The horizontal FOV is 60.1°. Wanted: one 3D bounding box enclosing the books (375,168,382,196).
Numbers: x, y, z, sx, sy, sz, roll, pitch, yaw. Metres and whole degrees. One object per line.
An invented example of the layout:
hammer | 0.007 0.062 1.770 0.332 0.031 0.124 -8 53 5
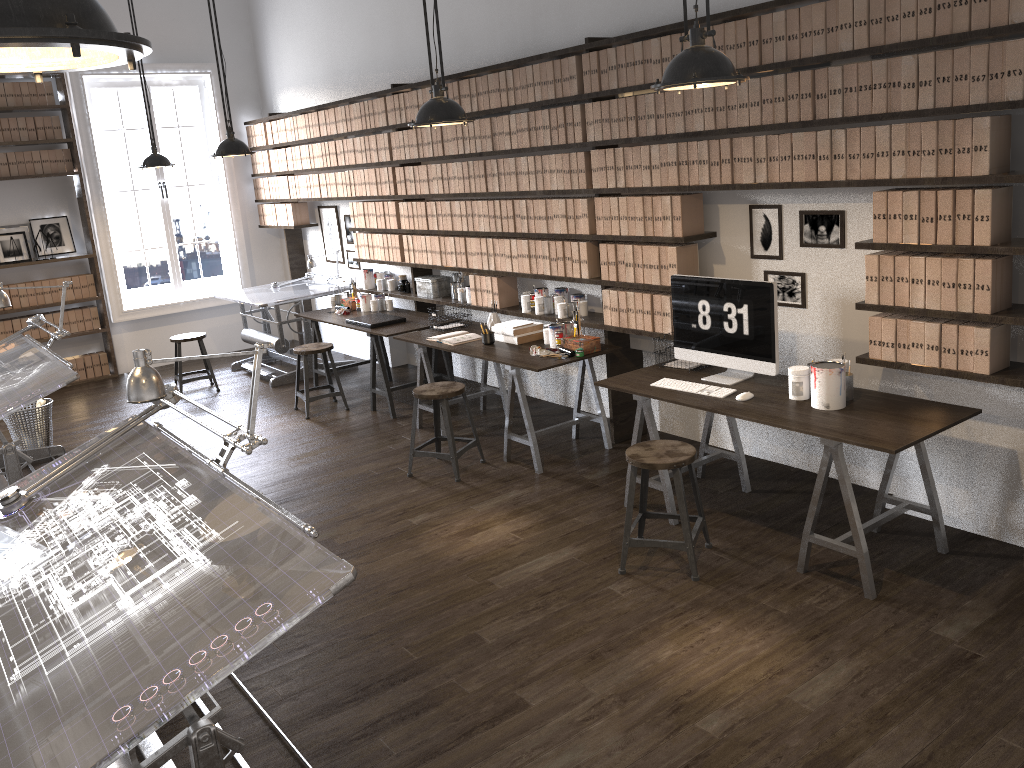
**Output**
books | -1.037 -1.694 7.393 0.175 0.223 0.067 -14 15 -35

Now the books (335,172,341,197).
books | -1.493 -1.805 8.003 0.175 0.223 0.067 -14 15 -35

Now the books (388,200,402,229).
books | -0.924 -1.403 7.326 0.175 0.223 0.067 -14 15 -35

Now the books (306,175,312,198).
books | -1.869 -1.900 8.497 0.175 0.223 0.067 -14 15 -35

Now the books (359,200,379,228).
books | -1.228 -1.480 7.726 0.175 0.223 0.067 -14 15 -35

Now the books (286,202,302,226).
books | -2.195 -1.732 9.030 0.175 0.223 0.067 -14 15 -35

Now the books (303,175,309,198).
books | -1.912 -1.911 8.555 0.175 0.223 0.067 -14 15 -35

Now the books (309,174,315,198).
books | -1.828 -1.891 8.449 0.175 0.223 0.067 -14 15 -35

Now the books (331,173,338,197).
books | -1.536 -1.814 8.053 0.175 0.223 0.067 -14 15 -35

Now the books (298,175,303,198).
books | -1.991 -1.934 8.672 0.175 0.223 0.067 -14 15 -35

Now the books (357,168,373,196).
books | -1.240 -1.746 7.663 0.175 0.223 0.067 -14 15 -35

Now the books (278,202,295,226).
books | -2.317 -1.762 9.187 0.175 0.223 0.067 -14 15 -35

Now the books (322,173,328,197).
books | -1.659 -1.847 8.221 0.175 0.223 0.067 -14 15 -35

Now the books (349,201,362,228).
books | -1.347 -1.511 7.887 0.175 0.223 0.067 -14 15 -35

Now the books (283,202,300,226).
books | -2.242 -1.741 9.082 0.175 0.223 0.067 -14 15 -35

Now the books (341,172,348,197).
books | -1.415 -1.783 7.893 0.175 0.223 0.067 -14 15 -35

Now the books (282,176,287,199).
books | -2.217 -1.998 8.967 0.175 0.223 0.067 -14 15 -35

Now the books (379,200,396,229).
books | -1.016 -1.425 7.444 0.175 0.223 0.067 -14 15 -35

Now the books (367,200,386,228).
books | -1.141 -1.460 7.619 0.175 0.223 0.067 -14 15 -35

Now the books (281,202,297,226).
books | -2.278 -1.753 9.137 0.175 0.223 0.067 -14 15 -35

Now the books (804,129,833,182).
books | 1.429 -1.055 4.088 0.175 0.223 0.067 -14 15 -35

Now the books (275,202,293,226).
books | -2.362 -1.773 9.243 0.175 0.223 0.067 -14 15 -35

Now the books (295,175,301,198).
books | -2.034 -1.944 8.726 0.175 0.223 0.067 -14 15 -35

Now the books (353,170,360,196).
books | -1.280 -1.757 7.719 0.175 0.223 0.067 -14 15 -35

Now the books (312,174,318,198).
books | -1.787 -1.881 8.398 0.175 0.223 0.067 -14 15 -35

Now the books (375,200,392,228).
books | -1.056 -1.438 7.507 0.175 0.223 0.067 -14 15 -35

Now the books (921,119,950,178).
books | 1.760 -0.970 3.645 0.175 0.223 0.067 -14 15 -35

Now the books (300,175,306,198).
books | -1.952 -1.923 8.614 0.175 0.223 0.067 -14 15 -35

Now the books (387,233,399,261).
books | -0.948 -1.154 7.444 0.175 0.223 0.067 -14 15 -35

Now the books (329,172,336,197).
books | -1.572 -1.826 8.110 0.175 0.223 0.067 -14 15 -35

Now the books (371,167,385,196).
books | -1.082 -1.703 7.443 0.175 0.223 0.067 -14 15 -35

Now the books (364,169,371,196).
books | -1.156 -1.724 7.548 0.175 0.223 0.067 -14 15 -35

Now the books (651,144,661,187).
books | 0.851 -1.205 4.866 0.175 0.223 0.067 -14 15 -35

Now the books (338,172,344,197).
books | -1.457 -1.795 7.952 0.175 0.223 0.067 -14 15 -35

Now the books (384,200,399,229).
books | -0.967 -1.415 7.388 0.175 0.223 0.067 -14 15 -35

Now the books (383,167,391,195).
books | -0.956 -1.672 7.278 0.175 0.223 0.067 -14 15 -35

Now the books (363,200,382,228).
books | -1.183 -1.471 7.676 0.175 0.223 0.067 -14 15 -35

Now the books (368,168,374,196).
books | -1.118 -1.715 7.499 0.175 0.223 0.067 -14 15 -35

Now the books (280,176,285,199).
books | -2.260 -2.010 9.027 0.175 0.223 0.067 -14 15 -35

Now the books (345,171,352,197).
books | -1.370 -1.778 7.828 0.175 0.223 0.067 -14 15 -35

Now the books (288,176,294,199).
books | -2.126 -1.967 8.846 0.175 0.223 0.067 -14 15 -35

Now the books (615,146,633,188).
books | 0.683 -1.249 5.090 0.175 0.223 0.067 -14 15 -35

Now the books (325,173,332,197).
books | -1.614 -1.837 8.167 0.175 0.223 0.067 -14 15 -35

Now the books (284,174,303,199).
books | -2.182 -1.987 8.914 0.175 0.223 0.067 -14 15 -35

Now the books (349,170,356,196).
books | -1.324 -1.767 7.773 0.175 0.223 0.067 -14 15 -35

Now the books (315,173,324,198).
books | -1.747 -1.869 8.336 0.175 0.223 0.067 -14 15 -35

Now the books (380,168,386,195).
books | -0.994 -1.683 7.336 0.175 0.223 0.067 -14 15 -35

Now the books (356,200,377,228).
books | -1.264 -1.491 7.782 0.175 0.223 0.067 -14 15 -35

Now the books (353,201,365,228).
books | -1.302 -1.500 7.831 0.175 0.223 0.067 -14 15 -35

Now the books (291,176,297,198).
books | -2.079 -1.954 8.780 0.175 0.223 0.067 -14 15 -35

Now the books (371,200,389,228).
books | -1.102 -1.448 7.560 0.175 0.223 0.067 -14 15 -35

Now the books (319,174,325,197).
books | -1.698 -1.858 8.280 0.175 0.223 0.067 -14 15 -35

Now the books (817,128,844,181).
books | 1.472 -1.044 4.031 0.175 0.223 0.067 -14 15 -35

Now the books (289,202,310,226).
books | -2.155 -1.721 8.974 0.175 0.223 0.067 -14 15 -35

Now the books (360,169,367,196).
books | -1.201 -1.735 7.605 0.175 0.223 0.067 -14 15 -35

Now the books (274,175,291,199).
books | -2.345 -2.031 9.137 0.175 0.223 0.067 -14 15 -35
